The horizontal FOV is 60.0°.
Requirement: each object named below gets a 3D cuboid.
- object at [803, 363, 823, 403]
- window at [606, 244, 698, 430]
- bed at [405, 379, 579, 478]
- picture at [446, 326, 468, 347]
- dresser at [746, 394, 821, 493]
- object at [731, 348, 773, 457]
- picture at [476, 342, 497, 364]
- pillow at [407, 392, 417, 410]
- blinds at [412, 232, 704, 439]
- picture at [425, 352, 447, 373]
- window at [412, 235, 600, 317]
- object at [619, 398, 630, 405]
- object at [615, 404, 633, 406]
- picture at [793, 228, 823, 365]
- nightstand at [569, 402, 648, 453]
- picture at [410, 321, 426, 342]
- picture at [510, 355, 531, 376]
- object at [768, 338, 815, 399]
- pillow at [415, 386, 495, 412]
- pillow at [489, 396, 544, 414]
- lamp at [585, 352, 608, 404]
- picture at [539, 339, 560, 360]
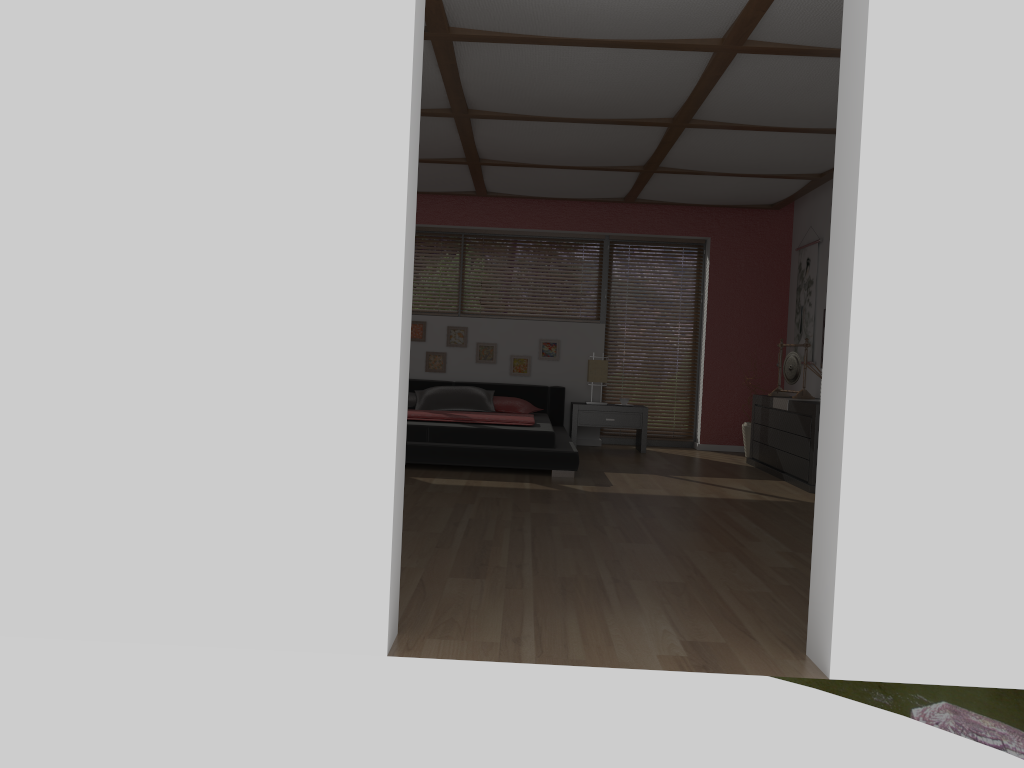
[{"bbox_3d":[2.331,0.002,6.352,0.481,0.282,0.481,2,2,-33],"label":"object"},{"bbox_3d":[1.413,-0.478,9.005,0.889,1.893,0.020,3,2,1],"label":"window"},{"bbox_3d":[-0.731,0.284,7.459,2.469,0.577,2.413,3,2,1],"label":"bed"},{"bbox_3d":[-0.537,-0.462,8.681,0.200,0.200,0.010,3,2,1],"label":"picture"},{"bbox_3d":[2.329,0.429,6.913,0.540,0.608,1.740,3,2,1],"label":"dresser"},{"bbox_3d":[2.207,0.168,8.292,0.422,1.035,0.364,2,2,-24],"label":"object"},{"bbox_3d":[-0.251,-0.302,8.681,0.200,0.200,0.010,3,2,1],"label":"picture"},{"bbox_3d":[-1.033,0.161,8.126,0.745,0.172,0.418,2,2,-24],"label":"pillow"},{"bbox_3d":[-0.540,-0.534,8.965,4.840,1.952,0.032,3,2,1],"label":"blinds"},{"bbox_3d":[-0.746,-0.214,8.691,0.200,0.200,0.010,3,2,1],"label":"picture"},{"bbox_3d":[-0.508,-1.113,9.016,2.817,0.786,0.020,3,2,1],"label":"window"},{"bbox_3d":[1.061,0.168,8.374,0.099,0.069,0.099,4,2,26],"label":"object"},{"bbox_3d":[1.059,0.200,8.375,0.179,0.012,0.179,4,2,26],"label":"object"},{"bbox_3d":[2.699,-0.815,8.151,0.028,1.270,0.701,3,2,1],"label":"picture"},{"bbox_3d":[0.910,0.409,8.439,0.700,0.423,0.413,3,2,1],"label":"nightstand"},{"bbox_3d":[-0.943,-0.517,8.685,0.200,0.200,0.010,3,2,1],"label":"picture"},{"bbox_3d":[0.082,-0.179,8.680,0.200,0.200,0.010,3,2,1],"label":"picture"},{"bbox_3d":[2.339,-0.136,7.397,0.173,0.498,0.490,2,2,-14],"label":"object"},{"bbox_3d":[-0.520,0.136,8.031,0.744,0.241,0.386,3,2,-4],"label":"pillow"},{"bbox_3d":[-0.122,0.202,8.167,0.745,0.172,0.418,3,2,20],"label":"pillow"},{"bbox_3d":[0.814,-0.059,8.467,0.200,0.480,0.200,3,2,1],"label":"lamp"},{"bbox_3d":[0.365,-0.335,8.671,0.200,0.200,0.010,3,2,1],"label":"picture"}]
